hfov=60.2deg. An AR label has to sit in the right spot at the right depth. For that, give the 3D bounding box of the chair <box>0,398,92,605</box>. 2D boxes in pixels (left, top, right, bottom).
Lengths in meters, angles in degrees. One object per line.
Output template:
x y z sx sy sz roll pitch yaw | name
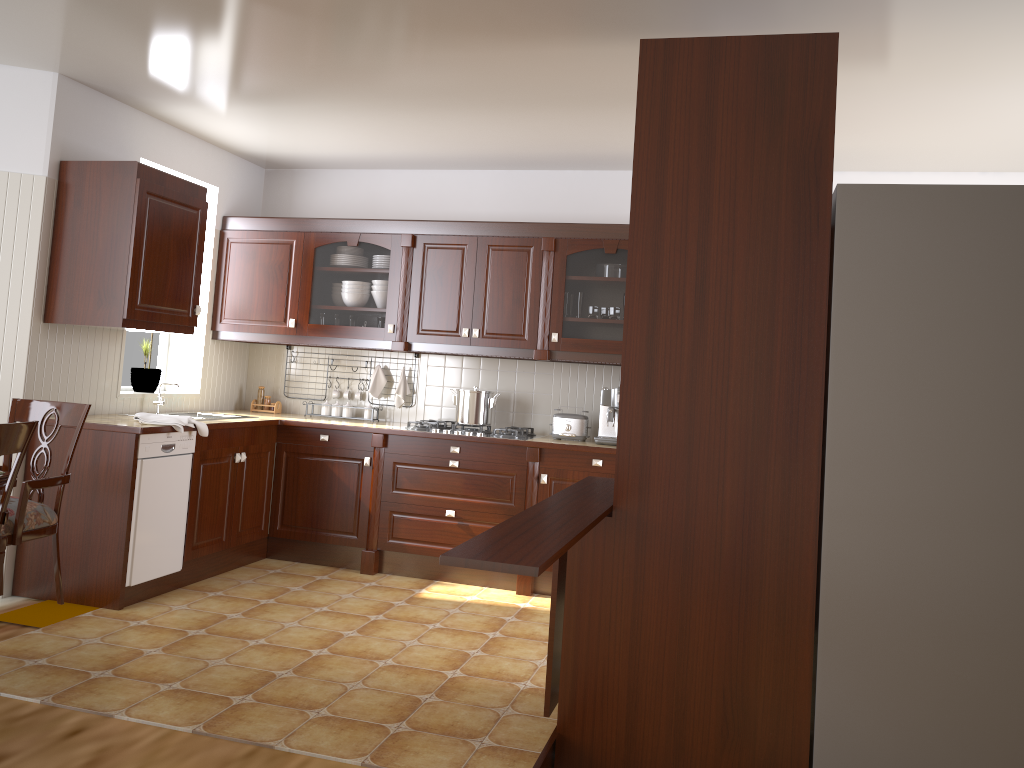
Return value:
-1.825 0.438 3.165 0.405 0.749 0.457 3 -3 12 | chair

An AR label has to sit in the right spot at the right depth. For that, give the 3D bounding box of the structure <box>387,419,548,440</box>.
-0.244 0.261 5.151 0.816 0.046 0.588 4 0 15 | structure

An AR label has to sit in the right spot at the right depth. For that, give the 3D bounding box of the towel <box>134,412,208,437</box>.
-1.655 0.200 4.296 0.342 0.098 0.330 4 0 -22 | towel

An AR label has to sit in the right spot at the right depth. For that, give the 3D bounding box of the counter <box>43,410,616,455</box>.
-0.680 0.271 4.639 2.785 0.032 1.817 4 0 15 | counter

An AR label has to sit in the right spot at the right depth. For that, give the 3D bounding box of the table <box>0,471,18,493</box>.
-2.380 0.496 2.539 1.679 0.561 0.731 4 -1 15 | table

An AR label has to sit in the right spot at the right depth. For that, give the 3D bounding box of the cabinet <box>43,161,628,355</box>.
-0.675 -0.580 4.505 2.783 0.783 1.363 4 -1 15 | cabinet

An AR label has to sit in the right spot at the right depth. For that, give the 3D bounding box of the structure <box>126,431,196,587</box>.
-1.829 0.593 4.223 0.379 0.750 0.422 3 -3 15 | structure

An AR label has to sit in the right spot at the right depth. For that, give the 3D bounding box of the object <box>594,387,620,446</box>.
0.624 0.179 4.945 0.275 0.323 0.322 3 -2 15 | object

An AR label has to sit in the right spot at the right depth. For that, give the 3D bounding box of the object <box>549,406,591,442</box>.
0.331 0.225 5.028 0.243 0.189 0.140 3 -2 16 | object

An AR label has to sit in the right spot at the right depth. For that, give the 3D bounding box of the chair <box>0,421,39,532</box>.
-1.584 0.461 2.334 0.460 0.749 0.402 3 -3 15 | chair

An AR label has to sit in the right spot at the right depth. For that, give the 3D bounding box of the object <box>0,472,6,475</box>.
-1.651 0.239 2.450 0.167 0.057 0.526 4 0 28 | object
